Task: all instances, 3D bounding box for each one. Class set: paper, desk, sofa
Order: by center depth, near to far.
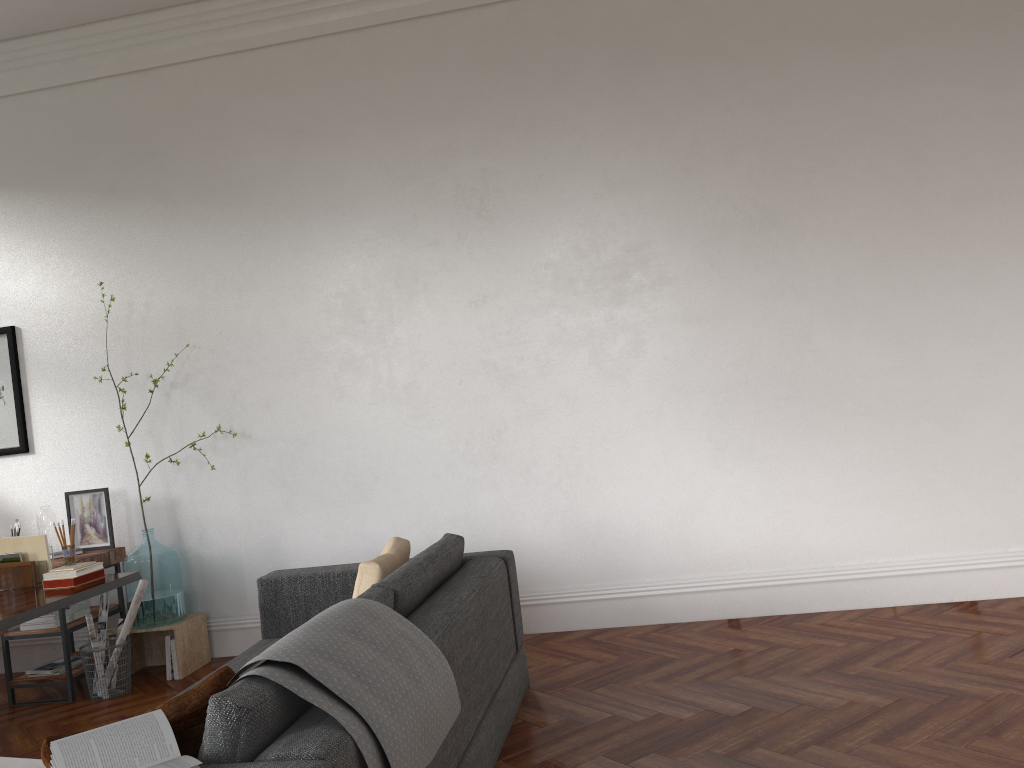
[{"bbox_3d":[-0.779,1.130,3.059,1.262,0.829,2.644,-7,-1,9],"label":"sofa"},{"bbox_3d":[-2.387,1.314,3.183,1.030,0.751,2.226,-7,-1,9],"label":"desk"},{"bbox_3d":[-2.252,1.482,4.815,0.073,0.479,0.033,-7,0,-44],"label":"paper"},{"bbox_3d":[-2.139,1.396,4.878,0.330,0.609,0.047,-7,0,-11],"label":"paper"},{"bbox_3d":[-2.309,1.419,4.988,0.047,0.626,0.294,-7,0,2],"label":"paper"},{"bbox_3d":[-2.226,1.526,4.995,0.026,0.388,0.126,-7,0,31],"label":"paper"},{"bbox_3d":[-3.248,1.472,5.231,1.799,0.758,0.647,-7,-1,9],"label":"desk"}]

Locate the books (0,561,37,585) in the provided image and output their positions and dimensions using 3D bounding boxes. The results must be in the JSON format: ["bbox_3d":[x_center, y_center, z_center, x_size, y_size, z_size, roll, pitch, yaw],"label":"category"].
[{"bbox_3d":[-2.310,0.888,4.105,0.221,0.124,0.028,-7,0,9],"label":"books"}]

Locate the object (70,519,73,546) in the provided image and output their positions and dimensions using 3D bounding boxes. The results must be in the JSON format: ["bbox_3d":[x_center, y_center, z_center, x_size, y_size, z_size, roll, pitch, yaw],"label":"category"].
[{"bbox_3d":[-2.053,0.726,4.130,0.008,0.195,0.038,-7,0,35],"label":"object"}]

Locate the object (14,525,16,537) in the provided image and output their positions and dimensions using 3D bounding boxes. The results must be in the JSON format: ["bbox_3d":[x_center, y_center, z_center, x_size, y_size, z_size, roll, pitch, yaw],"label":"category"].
[{"bbox_3d":[-3.043,0.966,5.428,0.008,0.207,0.054,-7,0,-4],"label":"object"}]

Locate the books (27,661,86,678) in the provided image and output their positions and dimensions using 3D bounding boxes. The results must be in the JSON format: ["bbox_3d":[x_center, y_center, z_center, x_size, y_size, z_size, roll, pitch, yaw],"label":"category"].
[{"bbox_3d":[-2.581,1.613,5.040,0.196,0.014,0.268,-7,-1,8],"label":"books"}]

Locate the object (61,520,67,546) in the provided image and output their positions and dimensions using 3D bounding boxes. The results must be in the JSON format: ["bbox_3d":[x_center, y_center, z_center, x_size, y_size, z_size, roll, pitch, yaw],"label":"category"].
[{"bbox_3d":[-2.077,0.728,4.121,0.008,0.195,0.032,-7,0,-37],"label":"object"}]

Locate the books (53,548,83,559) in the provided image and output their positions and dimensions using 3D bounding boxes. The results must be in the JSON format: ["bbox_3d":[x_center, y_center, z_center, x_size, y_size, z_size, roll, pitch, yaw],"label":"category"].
[{"bbox_3d":[-2.670,1.008,5.254,0.213,0.031,0.129,-5,-2,-44],"label":"books"}]

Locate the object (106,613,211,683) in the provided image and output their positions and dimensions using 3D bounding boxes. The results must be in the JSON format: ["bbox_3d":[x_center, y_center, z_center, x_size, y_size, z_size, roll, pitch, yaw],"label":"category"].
[{"bbox_3d":[-2.079,1.566,5.236,0.435,0.316,0.341,-7,-1,9],"label":"object"}]

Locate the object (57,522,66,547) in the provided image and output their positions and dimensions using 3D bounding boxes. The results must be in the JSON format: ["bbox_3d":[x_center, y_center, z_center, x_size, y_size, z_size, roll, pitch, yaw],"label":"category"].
[{"bbox_3d":[-2.061,0.727,4.076,0.008,0.193,0.049,-7,0,13],"label":"object"}]

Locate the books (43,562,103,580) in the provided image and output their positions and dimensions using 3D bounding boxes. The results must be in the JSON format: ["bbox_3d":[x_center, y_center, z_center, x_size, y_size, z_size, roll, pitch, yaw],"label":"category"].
[{"bbox_3d":[-2.007,0.857,4.063,0.164,0.028,0.207,-7,-1,7],"label":"books"}]

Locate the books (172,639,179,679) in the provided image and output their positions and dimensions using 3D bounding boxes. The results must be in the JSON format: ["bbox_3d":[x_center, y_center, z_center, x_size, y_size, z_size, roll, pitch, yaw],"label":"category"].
[{"bbox_3d":[-1.897,1.570,5.117,0.012,0.232,0.170,-7,-1,9],"label":"books"}]

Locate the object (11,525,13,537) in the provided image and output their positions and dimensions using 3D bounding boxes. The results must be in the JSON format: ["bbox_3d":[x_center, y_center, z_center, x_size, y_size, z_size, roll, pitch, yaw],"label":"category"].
[{"bbox_3d":[-3.049,0.966,5.417,0.008,0.207,0.054,-7,0,-26],"label":"object"}]

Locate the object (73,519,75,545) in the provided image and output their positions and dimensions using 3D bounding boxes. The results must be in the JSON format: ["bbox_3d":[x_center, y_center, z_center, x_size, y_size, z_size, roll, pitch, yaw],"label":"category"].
[{"bbox_3d":[-2.030,0.722,4.105,0.037,0.195,0.008,-7,0,21],"label":"object"}]

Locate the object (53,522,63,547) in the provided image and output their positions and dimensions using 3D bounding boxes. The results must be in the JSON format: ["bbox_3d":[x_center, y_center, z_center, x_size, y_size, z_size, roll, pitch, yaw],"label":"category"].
[{"bbox_3d":[-2.083,0.730,4.093,0.049,0.193,0.008,-7,0,-22],"label":"object"}]

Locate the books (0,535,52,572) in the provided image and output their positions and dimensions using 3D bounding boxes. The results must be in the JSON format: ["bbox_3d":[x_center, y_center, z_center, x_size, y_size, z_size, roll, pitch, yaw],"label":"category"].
[{"bbox_3d":[-2.325,0.835,4.196,0.310,0.239,0.043,-7,0,9],"label":"books"}]

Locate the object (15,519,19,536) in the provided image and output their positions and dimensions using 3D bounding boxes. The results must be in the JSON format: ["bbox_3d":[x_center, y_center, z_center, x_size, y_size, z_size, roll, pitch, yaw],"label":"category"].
[{"bbox_3d":[-3.029,0.948,5.432,0.023,0.239,0.028,-7,0,6],"label":"object"}]

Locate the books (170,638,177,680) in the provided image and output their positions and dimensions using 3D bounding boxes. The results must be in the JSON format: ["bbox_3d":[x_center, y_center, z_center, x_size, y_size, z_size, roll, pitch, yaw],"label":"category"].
[{"bbox_3d":[-1.910,1.571,5.119,0.012,0.232,0.170,-7,-1,9],"label":"books"}]

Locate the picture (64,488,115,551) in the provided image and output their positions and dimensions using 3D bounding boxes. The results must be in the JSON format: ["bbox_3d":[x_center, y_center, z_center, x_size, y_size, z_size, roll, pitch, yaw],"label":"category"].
[{"bbox_3d":[-2.573,0.829,5.402,0.282,0.369,0.023,-7,0,9],"label":"picture"}]

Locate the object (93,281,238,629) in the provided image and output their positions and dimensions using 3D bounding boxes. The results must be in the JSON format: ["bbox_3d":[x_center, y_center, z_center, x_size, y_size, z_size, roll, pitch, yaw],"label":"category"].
[{"bbox_3d":[-2.038,0.371,5.285,0.807,2.058,0.354,-7,0,-10],"label":"object"}]

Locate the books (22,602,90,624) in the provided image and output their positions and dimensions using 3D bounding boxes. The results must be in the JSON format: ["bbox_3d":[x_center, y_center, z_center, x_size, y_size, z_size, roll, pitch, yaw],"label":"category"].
[{"bbox_3d":[-2.590,1.294,5.027,0.225,0.038,0.308,-7,-1,9],"label":"books"}]

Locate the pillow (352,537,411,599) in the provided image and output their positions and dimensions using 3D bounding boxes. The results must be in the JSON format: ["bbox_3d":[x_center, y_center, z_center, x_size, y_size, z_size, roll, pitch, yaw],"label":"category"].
[{"bbox_3d":[-0.549,0.890,3.638,0.225,0.460,0.486,-7,-1,9],"label":"pillow"}]

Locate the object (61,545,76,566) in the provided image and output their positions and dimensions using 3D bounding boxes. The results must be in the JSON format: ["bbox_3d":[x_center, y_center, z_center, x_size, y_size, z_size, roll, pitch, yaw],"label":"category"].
[{"bbox_3d":[-2.048,0.793,4.104,0.058,0.091,0.058,-7,0,-4],"label":"object"}]

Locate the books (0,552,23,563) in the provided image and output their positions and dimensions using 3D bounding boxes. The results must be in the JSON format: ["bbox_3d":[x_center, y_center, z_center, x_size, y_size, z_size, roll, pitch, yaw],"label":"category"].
[{"bbox_3d":[-2.347,0.871,4.157,0.128,0.157,0.041,-7,0,9],"label":"books"}]

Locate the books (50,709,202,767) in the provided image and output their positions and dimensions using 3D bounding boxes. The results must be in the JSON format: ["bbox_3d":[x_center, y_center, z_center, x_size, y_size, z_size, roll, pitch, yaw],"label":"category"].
[{"bbox_3d":[-0.795,0.768,1.818,0.224,0.096,0.279,-6,-2,-39],"label":"books"}]

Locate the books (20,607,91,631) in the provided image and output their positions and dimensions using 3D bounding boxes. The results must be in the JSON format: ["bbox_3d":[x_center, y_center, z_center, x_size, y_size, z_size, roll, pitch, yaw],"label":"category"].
[{"bbox_3d":[-2.579,1.328,5.016,0.225,0.038,0.308,-7,-1,8],"label":"books"}]

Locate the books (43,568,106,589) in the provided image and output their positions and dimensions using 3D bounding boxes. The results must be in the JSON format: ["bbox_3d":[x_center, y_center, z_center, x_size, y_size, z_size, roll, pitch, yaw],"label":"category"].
[{"bbox_3d":[-2.000,0.890,4.054,0.159,0.040,0.215,-7,-1,11],"label":"books"}]

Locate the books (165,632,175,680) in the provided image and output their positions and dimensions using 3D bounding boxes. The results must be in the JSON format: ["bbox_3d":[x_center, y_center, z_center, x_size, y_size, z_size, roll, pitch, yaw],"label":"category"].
[{"bbox_3d":[-1.940,1.562,5.132,0.054,0.257,0.187,-7,-1,10],"label":"books"}]

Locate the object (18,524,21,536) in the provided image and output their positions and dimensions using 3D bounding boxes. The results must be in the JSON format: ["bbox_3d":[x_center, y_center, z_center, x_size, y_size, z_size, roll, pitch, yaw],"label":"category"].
[{"bbox_3d":[-3.020,0.963,5.421,0.054,0.207,0.008,-7,0,-8],"label":"object"}]

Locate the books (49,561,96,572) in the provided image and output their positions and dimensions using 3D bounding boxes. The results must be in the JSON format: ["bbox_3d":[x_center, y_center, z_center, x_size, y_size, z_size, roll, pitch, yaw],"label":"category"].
[{"bbox_3d":[-2.018,0.839,4.077,0.128,0.008,0.159,-7,-1,10],"label":"books"}]

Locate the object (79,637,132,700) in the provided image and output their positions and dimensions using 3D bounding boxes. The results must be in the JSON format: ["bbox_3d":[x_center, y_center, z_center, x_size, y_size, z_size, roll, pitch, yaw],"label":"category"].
[{"bbox_3d":[-2.229,1.583,4.897,0.260,0.305,0.261,-6,-1,-26],"label":"object"}]

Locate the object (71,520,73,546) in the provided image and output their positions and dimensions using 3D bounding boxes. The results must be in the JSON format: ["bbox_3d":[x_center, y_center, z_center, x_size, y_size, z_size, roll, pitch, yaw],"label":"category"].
[{"bbox_3d":[-2.031,0.724,4.091,0.049,0.193,0.008,-7,0,33],"label":"object"}]

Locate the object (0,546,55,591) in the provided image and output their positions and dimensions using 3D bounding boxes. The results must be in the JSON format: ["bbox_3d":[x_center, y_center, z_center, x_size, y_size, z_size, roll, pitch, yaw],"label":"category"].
[{"bbox_3d":[-2.300,0.865,4.160,0.228,0.166,0.149,-7,-1,9],"label":"object"}]

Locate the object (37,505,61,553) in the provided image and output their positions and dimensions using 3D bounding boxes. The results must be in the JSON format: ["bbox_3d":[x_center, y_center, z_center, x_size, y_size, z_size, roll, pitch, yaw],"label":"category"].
[{"bbox_3d":[-2.812,0.891,5.378,0.111,0.302,0.112,-6,0,-44],"label":"object"}]

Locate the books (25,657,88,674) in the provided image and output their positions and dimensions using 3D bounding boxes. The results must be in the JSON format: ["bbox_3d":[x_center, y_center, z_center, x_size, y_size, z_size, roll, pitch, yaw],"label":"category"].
[{"bbox_3d":[-2.583,1.598,5.040,0.196,0.014,0.267,-7,-1,20],"label":"books"}]

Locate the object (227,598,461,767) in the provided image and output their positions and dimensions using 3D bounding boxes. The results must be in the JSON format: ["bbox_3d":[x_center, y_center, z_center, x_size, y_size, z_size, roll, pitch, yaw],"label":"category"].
[{"bbox_3d":[-0.425,0.832,2.390,0.400,0.387,0.752,-7,-1,9],"label":"object"}]

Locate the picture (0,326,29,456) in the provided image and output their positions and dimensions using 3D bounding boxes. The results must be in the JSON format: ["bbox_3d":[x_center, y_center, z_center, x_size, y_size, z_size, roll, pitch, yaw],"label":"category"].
[{"bbox_3d":[-3.439,0.070,5.703,0.634,0.816,0.050,-7,0,9],"label":"picture"}]

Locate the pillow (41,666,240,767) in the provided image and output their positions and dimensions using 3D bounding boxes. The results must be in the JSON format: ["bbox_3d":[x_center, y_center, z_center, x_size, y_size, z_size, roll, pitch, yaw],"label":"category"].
[{"bbox_3d":[-0.883,0.921,2.123,0.469,0.396,0.331,-6,-1,-44],"label":"pillow"}]
